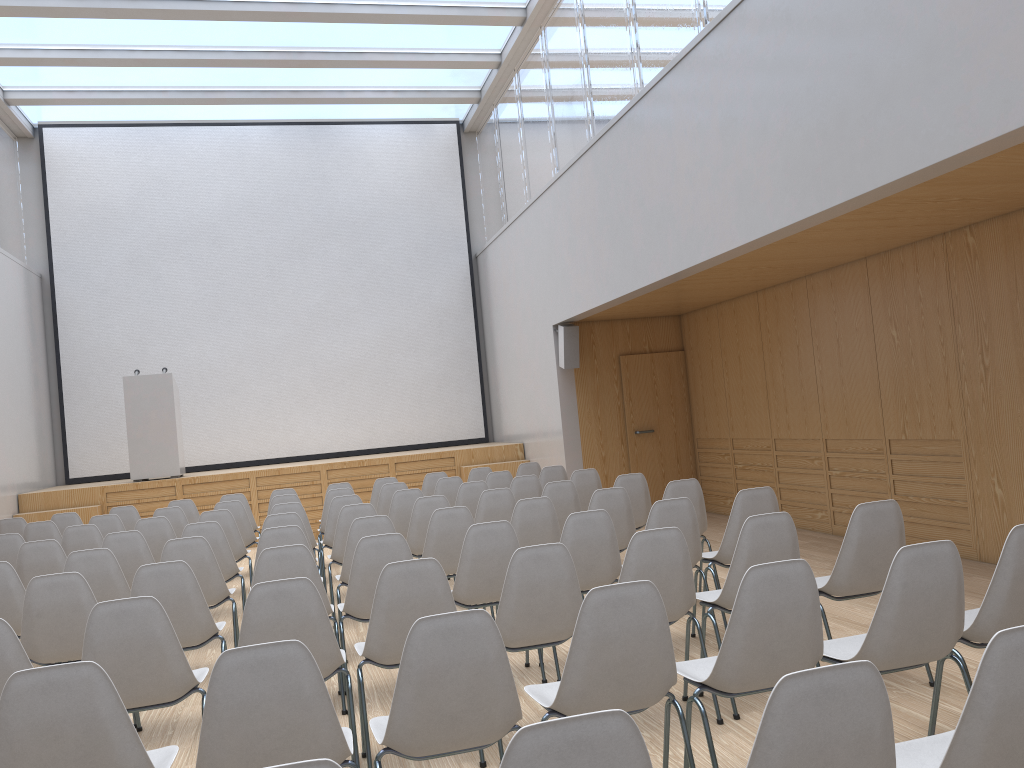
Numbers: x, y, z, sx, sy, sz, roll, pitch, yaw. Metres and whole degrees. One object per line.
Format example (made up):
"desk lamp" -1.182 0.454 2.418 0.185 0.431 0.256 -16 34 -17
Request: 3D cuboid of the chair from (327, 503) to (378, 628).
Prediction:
"chair" -1.148 1.323 6.675 0.479 0.876 0.506 -5 -2 -14

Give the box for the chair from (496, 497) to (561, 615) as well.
"chair" 0.116 1.177 5.895 0.479 0.876 0.506 -5 -2 -14

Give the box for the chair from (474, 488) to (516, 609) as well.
"chair" -0.138 1.236 6.882 0.479 0.876 0.506 -5 -2 -14

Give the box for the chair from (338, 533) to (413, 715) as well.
"chair" -0.682 1.209 4.704 0.479 0.876 0.506 -5 -2 -14

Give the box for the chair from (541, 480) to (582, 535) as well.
"chair" 0.343 1.197 7.054 0.479 0.876 0.506 -5 -2 -14

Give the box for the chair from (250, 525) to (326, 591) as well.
"chair" -1.411 1.308 5.568 0.479 0.876 0.506 -5 -2 -14

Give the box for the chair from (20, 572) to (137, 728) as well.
"chair" -2.147 1.334 4.360 0.479 0.876 0.506 -5 -2 -14

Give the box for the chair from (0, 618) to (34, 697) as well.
"chair" -1.908 1.275 3.320 0.479 0.876 0.506 -5 -2 -14

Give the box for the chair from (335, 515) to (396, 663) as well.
"chair" -0.889 1.264 5.682 0.479 0.876 0.506 -5 -2 -14

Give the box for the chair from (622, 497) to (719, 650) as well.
"chair" 0.857 1.080 5.095 0.479 0.876 0.506 -5 -2 -14

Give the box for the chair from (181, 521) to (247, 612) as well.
"chair" -2.169 1.407 6.366 0.479 0.876 0.506 -5 -2 -14

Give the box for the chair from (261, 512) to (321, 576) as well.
"chair" -1.643 1.362 6.478 0.479 0.876 0.506 -5 -2 -14

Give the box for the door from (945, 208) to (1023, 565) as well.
"door" 3.746 0.008 5.363 0.256 2.492 2.702 -5 -2 -14

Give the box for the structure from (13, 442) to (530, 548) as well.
"structure" -3.089 1.654 12.409 6.551 1.027 2.729 -5 -2 -14

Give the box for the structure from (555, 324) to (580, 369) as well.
"structure" 0.679 -0.452 10.697 0.196 0.542 0.368 -5 -2 -14

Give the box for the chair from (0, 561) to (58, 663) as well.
"chair" -2.895 1.430 5.087 0.479 0.876 0.506 -5 -2 -14

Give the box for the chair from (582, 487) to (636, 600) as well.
"chair" 0.624 1.137 6.085 0.479 0.876 0.506 -5 -2 -14

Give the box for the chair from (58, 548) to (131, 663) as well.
"chair" -2.433 1.394 5.289 0.479 0.876 0.506 -5 -2 -14

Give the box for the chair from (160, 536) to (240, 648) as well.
"chair" -1.941 1.353 5.443 0.479 0.876 0.506 -5 -2 -14

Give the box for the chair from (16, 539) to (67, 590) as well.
"chair" -3.169 1.493 6.132 0.479 0.876 0.506 -5 -2 -14

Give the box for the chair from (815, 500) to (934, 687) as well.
"chair" 1.620 0.977 4.217 0.479 0.876 0.506 -5 -2 -14

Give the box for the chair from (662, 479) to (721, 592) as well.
"chair" 1.129 1.093 6.194 0.479 0.876 0.506 -5 -2 -14

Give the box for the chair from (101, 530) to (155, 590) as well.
"chair" -2.652 1.447 6.222 0.479 0.876 0.506 -5 -2 -14

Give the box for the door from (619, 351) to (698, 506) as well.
"door" 1.863 0.621 11.056 0.873 2.024 0.108 -5 -2 -14

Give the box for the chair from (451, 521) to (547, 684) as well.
"chair" -0.136 1.162 4.801 0.479 0.876 0.506 -5 -2 -14

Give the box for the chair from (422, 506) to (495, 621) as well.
"chair" -0.405 1.222 5.784 0.479 0.876 0.506 -5 -2 -14

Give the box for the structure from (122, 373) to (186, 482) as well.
"structure" -4.760 0.580 11.826 0.605 1.379 0.605 -5 -2 -14

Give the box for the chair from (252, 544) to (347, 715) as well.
"chair" -1.147 1.249 4.604 0.479 0.876 0.506 -5 -2 -14

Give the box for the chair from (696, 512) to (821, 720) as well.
"chair" 1.111 1.022 4.148 0.479 0.876 0.506 -5 -2 -14

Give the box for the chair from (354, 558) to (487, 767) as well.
"chair" -0.425 1.152 3.768 0.479 0.876 0.506 -5 -2 -14

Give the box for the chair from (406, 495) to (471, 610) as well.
"chair" -0.620 1.278 6.780 0.479 0.876 0.506 -5 -2 -14

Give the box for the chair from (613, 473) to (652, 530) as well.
"chair" 0.899 1.148 7.124 0.479 0.876 0.506 -5 -2 -14

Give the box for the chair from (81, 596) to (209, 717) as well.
"chair" -1.441 1.237 3.481 0.479 0.876 0.506 -5 -2 -14

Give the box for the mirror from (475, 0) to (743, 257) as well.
"mirror" 1.578 -3.647 6.076 0.253 2.089 17.830 -5 -2 -14

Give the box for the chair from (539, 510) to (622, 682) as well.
"chair" 0.378 1.117 4.889 0.479 0.876 0.506 -5 -2 -14

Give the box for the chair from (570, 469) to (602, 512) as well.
"chair" 0.626 1.209 8.127 0.479 0.876 0.506 -5 -2 -14

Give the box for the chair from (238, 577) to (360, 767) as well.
"chair" -0.892 1.189 3.578 0.479 0.876 0.506 -5 -2 -14

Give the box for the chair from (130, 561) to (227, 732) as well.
"chair" -1.670 1.291 4.411 0.479 0.876 0.506 -5 -2 -14

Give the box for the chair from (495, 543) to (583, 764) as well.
"chair" 0.093 1.107 3.850 0.479 0.876 0.506 -5 -2 -14

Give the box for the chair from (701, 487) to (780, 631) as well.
"chair" 1.358 1.038 5.251 0.479 0.876 0.506 -5 -2 -14

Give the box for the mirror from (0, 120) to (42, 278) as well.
"mirror" -4.982 -3.094 4.409 0.253 2.089 17.830 -5 -2 -14

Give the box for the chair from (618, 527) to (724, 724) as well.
"chair" 0.595 1.065 3.998 0.479 0.876 0.506 -5 -2 -14
